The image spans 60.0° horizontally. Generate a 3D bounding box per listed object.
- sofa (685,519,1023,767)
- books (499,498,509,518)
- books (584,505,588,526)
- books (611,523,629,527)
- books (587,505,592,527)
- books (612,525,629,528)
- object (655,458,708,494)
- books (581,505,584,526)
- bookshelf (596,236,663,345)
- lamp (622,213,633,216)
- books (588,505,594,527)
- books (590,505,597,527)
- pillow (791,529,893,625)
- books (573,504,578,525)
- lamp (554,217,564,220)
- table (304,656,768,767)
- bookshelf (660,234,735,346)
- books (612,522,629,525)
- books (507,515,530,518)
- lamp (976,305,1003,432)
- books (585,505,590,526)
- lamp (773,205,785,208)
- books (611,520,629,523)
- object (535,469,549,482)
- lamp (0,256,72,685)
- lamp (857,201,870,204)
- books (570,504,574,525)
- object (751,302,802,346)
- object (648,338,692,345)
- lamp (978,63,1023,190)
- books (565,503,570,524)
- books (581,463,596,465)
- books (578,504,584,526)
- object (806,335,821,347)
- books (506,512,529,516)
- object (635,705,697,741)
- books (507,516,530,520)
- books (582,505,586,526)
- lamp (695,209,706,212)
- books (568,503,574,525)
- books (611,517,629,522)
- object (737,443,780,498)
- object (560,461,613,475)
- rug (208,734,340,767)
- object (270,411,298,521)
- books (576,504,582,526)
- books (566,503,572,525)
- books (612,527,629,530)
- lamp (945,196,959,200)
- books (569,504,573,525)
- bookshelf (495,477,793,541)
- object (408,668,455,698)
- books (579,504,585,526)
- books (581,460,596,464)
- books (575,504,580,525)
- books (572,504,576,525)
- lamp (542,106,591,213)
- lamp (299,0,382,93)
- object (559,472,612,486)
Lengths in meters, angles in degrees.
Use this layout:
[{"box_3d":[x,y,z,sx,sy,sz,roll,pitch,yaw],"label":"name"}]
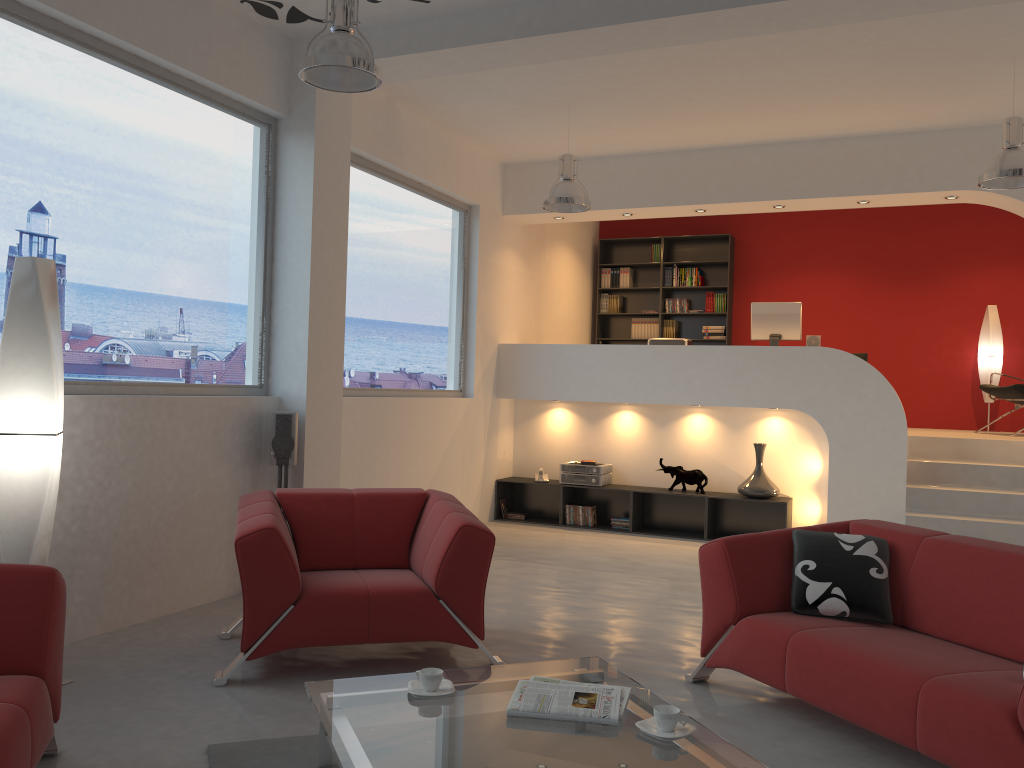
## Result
[{"box_3d":[1.608,1.000,3.357,0.951,0.738,1.929,2,0,-26],"label":"sofa"},{"box_3d":[-0.075,1.242,8.846,0.063,0.187,0.135,2,0,24],"label":"books"},{"box_3d":[0.721,1.259,8.493,0.031,0.190,0.135,2,0,24],"label":"books"},{"box_3d":[1.050,1.327,8.402,0.190,0.015,0.135,2,0,29],"label":"books"},{"box_3d":[0.749,1.260,8.481,0.031,0.190,0.135,2,0,24],"label":"books"},{"box_3d":[1.058,1.342,8.397,0.190,0.015,0.135,2,0,24],"label":"books"},{"box_3d":[1.581,0.848,8.227,0.507,0.296,0.191,2,0,39],"label":"object"},{"box_3d":[0.694,1.258,8.505,0.031,0.190,0.135,2,0,24],"label":"books"},{"box_3d":[1.491,-0.702,11.118,0.816,2.213,0.305,2,0,24],"label":"bookshelf"},{"box_3d":[1.101,-1.617,8.473,0.105,0.011,0.105,2,0,13],"label":"lamp"},{"box_3d":[0.763,1.260,8.475,0.031,0.190,0.135,2,0,24],"label":"books"},{"box_3d":[0.776,1.261,8.469,0.031,0.190,0.135,2,0,24],"label":"books"},{"box_3d":[1.406,0.819,3.794,0.402,0.343,0.288,2,0,16],"label":"pillow"},{"box_3d":[0.625,1.256,8.536,0.031,0.190,0.135,2,0,24],"label":"books"},{"box_3d":[0.461,-1.635,8.756,0.105,0.011,0.105,2,0,28],"label":"lamp"},{"box_3d":[0.019,1.165,2.636,1.097,0.286,1.162,2,0,-21],"label":"table"},{"box_3d":[2.237,-0.680,10.787,0.816,2.213,0.305,2,0,24],"label":"bookshelf"},{"box_3d":[1.055,1.312,8.399,0.190,0.015,0.135,2,0,24],"label":"books"},{"box_3d":[0.068,1.313,8.836,0.190,0.015,0.135,2,0,24],"label":"books"},{"box_3d":[5.102,-0.165,9.465,0.237,1.349,0.237,2,0,32],"label":"lamp"},{"box_3d":[0.735,1.260,8.487,0.031,0.190,0.135,2,0,24],"label":"books"},{"box_3d":[2.381,-1.579,7.907,0.105,0.011,0.105,2,0,13],"label":"lamp"},{"box_3d":[1.049,1.297,8.394,0.190,0.015,0.135,2,0,24],"label":"books"},{"box_3d":[0.291,0.890,8.680,0.130,0.117,0.146,2,0,-1],"label":"object"},{"box_3d":[-2.015,0.367,3.693,0.313,1.779,0.313,2,0,16],"label":"lamp"},{"box_3d":[3.021,-1.561,7.624,0.105,0.011,0.105,2,0,13],"label":"lamp"},{"box_3d":[0.598,1.256,8.548,0.031,0.190,0.135,2,0,24],"label":"books"},{"box_3d":[2.470,-0.536,8.291,0.458,0.452,0.230,2,0,24],"label":"object"},{"box_3d":[1.585,-0.336,8.766,0.397,0.217,0.458,2,0,24],"label":"object"},{"box_3d":[3.183,-1.676,5.633,0.379,0.800,0.379,2,0,-5],"label":"lamp"},{"box_3d":[0.543,1.254,8.572,0.031,0.190,0.135,2,0,24],"label":"books"},{"box_3d":[0.736,0.767,8.545,0.135,0.015,0.190,2,0,4],"label":"books"},{"box_3d":[0.667,1.258,8.517,0.031,0.190,0.135,2,0,24],"label":"books"},{"box_3d":[2.786,-0.374,8.203,0.133,0.147,0.151,2,0,7],"label":"object"},{"box_3d":[0.054,1.298,8.842,0.190,0.015,0.135,2,0,24],"label":"books"},{"box_3d":[0.458,1.002,2.637,0.153,0.069,0.153,2,0,-40],"label":"object"},{"box_3d":[0.063,1.328,8.838,0.190,0.015,0.135,2,0,24],"label":"books"},{"box_3d":[0.708,1.259,8.499,0.031,0.190,0.135,2,0,24],"label":"books"},{"box_3d":[1.741,-1.598,8.190,0.105,0.011,0.105,2,0,13],"label":"lamp"},{"box_3d":[0.571,1.255,8.560,0.031,0.190,0.135,2,0,24],"label":"books"},{"box_3d":[1.044,1.281,8.405,0.190,0.015,0.135,2,0,19],"label":"books"},{"box_3d":[2.209,0.773,7.925,0.369,0.481,0.369,2,0,-11],"label":"object"},{"box_3d":[0.718,0.813,8.588,0.430,0.077,0.349,2,0,24],"label":"object"},{"box_3d":[0.026,1.311,2.639,1.700,0.025,1.700,2,0,-21],"label":"rug"},{"box_3d":[-1.421,0.728,5.484,0.214,1.112,0.229,2,0,-11],"label":"object"},{"box_3d":[0.653,1.257,8.523,0.031,0.190,0.135,2,0,24],"label":"books"},{"box_3d":[0.557,1.254,8.566,0.031,0.190,0.135,2,0,24],"label":"books"},{"box_3d":[1.052,1.357,8.400,0.190,0.015,0.135,2,0,19],"label":"books"},{"box_3d":[3.643,-1.543,7.348,0.105,0.011,0.105,2,0,13],"label":"lamp"},{"box_3d":[0.584,1.255,8.554,0.031,0.190,0.135,2,0,24],"label":"books"},{"box_3d":[1.180,1.183,8.371,2.764,0.397,0.405,2,0,24],"label":"bookshelf"},{"box_3d":[-0.265,0.980,2.917,0.153,0.069,0.153,2,0,-10],"label":"object"},{"box_3d":[0.680,1.258,8.511,0.031,0.190,0.135,2,0,24],"label":"books"},{"box_3d":[0.737,0.752,8.555,0.135,0.015,0.190,2,0,9],"label":"books"},{"box_3d":[0.639,1.257,8.529,0.031,0.190,0.135,2,0,24],"label":"books"},{"box_3d":[0.612,1.256,8.542,0.031,0.190,0.135,2,0,24],"label":"books"},{"box_3d":[0.433,-1.757,6.851,0.379,0.800,0.379,2,0,-5],"label":"lamp"},{"box_3d":[-0.780,-1.809,4.107,0.379,0.800,0.379,2,0,-37],"label":"lamp"},{"box_3d":[0.712,0.911,8.580,0.430,0.100,0.365,2,0,24],"label":"object"}]
